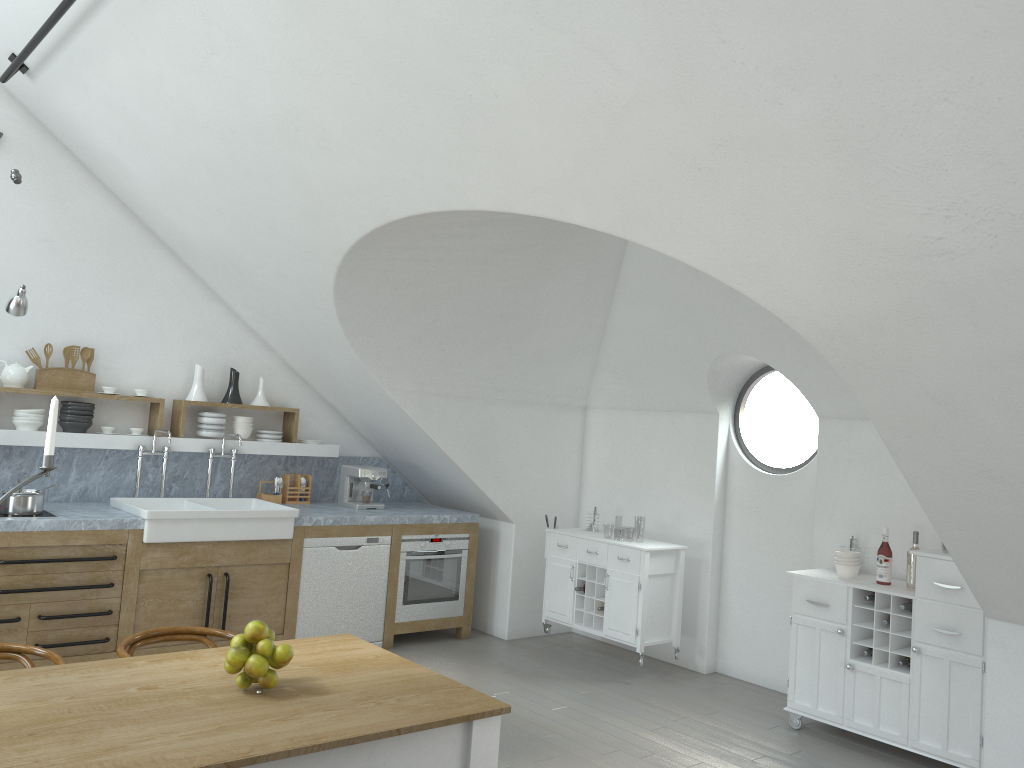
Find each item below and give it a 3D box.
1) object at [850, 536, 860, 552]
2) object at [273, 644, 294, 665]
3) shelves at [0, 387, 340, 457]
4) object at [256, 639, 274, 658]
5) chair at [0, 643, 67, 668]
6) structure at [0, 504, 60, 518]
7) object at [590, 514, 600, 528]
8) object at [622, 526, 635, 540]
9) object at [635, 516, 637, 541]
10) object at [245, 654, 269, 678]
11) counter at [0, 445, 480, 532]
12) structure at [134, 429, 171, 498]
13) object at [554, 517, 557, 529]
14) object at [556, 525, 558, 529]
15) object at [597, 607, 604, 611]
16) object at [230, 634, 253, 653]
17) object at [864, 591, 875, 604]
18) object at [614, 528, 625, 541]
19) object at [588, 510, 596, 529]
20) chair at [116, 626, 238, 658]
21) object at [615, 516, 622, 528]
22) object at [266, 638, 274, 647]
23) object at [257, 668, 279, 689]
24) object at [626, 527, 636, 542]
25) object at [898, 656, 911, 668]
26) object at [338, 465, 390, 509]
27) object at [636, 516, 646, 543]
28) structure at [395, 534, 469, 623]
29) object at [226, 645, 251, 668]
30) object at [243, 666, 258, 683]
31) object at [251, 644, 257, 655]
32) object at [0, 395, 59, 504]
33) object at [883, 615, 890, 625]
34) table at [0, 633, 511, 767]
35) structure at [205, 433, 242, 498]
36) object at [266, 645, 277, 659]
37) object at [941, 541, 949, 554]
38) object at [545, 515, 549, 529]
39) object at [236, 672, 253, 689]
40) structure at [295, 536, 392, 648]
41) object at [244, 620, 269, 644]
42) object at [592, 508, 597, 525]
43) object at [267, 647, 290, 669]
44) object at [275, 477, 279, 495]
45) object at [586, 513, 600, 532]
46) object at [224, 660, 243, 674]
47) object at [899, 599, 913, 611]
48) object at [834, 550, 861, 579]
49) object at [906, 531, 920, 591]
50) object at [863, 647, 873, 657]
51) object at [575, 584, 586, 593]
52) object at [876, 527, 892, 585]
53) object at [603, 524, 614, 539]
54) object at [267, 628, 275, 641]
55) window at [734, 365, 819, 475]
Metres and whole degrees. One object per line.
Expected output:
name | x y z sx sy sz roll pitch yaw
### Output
object | 2.124 1.059 5.554 0.065 0.209 0.115 7 -5 -38
object | -0.708 0.836 2.745 0.063 0.063 0.062 3 -4 12
shelves | -3.405 -0.333 5.276 0.480 1.365 5.538 0 -5 44
object | -0.761 0.815 2.730 0.053 0.057 0.058 6 -4 -26
chair | -1.836 1.329 3.022 0.526 0.736 0.621 7 -5 -37
structure | -3.100 0.755 5.135 0.736 0.041 0.647 6 -4 -40
object | 0.643 1.069 6.963 0.029 0.137 0.097 7 -5 -37
object | 0.857 1.102 6.530 0.094 0.094 0.093 1 -5 37
object | 0.918 1.062 6.483 0.054 0.179 0.054 2 -5 27
object | -0.776 0.858 2.696 0.071 0.072 0.070 3 -4 14
counter | -2.932 0.513 5.371 6.563 0.621 0.961 6 -4 -40
structure | -2.363 0.575 6.000 0.333 0.531 0.213 2 -5 30
object | 0.331 1.167 6.925 0.029 0.269 0.088 5 -4 -14
object | 0.344 1.230 6.945 0.038 0.263 0.038 5 -4 -7
object | 0.737 1.625 6.438 0.316 0.083 0.082 7 -4 -40
object | -0.849 0.819 2.779 0.066 0.071 0.072 3 -4 19
object | 2.146 1.235 5.141 0.358 0.094 0.092 6 -4 -40
object | 0.784 1.099 6.473 0.077 0.085 0.077 1 -5 37
object | 0.635 1.053 6.971 0.054 0.175 0.039 8 -6 -40
chair | -1.280 1.391 3.479 0.526 0.736 0.621 8 -5 -43
object | 0.785 1.060 6.542 0.048 0.170 0.048 1 -5 37
object | -0.777 0.826 2.796 0.053 0.051 0.052 3 -4 21
object | -0.755 0.911 2.743 0.063 0.064 0.063 6 -4 -29
object | 0.860 1.096 6.439 0.071 0.099 0.071 5 -4 -17
object | 2.253 1.545 4.960 0.358 0.081 0.081 7 -4 -42
object | -1.113 0.811 6.916 0.324 0.321 0.386 7 -5 -40
object | 0.932 1.056 6.421 0.063 0.187 0.063 1 -5 35
structure | -0.783 1.455 6.932 0.631 0.638 0.631 7 -5 -40
object | -0.836 0.834 2.706 0.071 0.064 0.072 1 -5 43
object | -0.807 0.903 2.796 0.080 0.074 0.078 4 -4 5
object | -0.829 0.852 2.831 0.062 0.060 0.062 7 -4 -36
object | -1.449 0.446 2.256 0.266 0.877 0.773 2 -4 24
object | 2.208 1.347 5.060 0.330 0.086 0.085 7 -4 -40
table | -1.629 1.263 2.075 3.342 0.801 1.018 6 -4 -40
structure | -1.992 0.617 6.314 0.333 0.531 0.213 2 -5 30
object | -0.771 0.861 2.837 0.051 0.053 0.053 1 -5 41
object | 2.371 0.873 4.819 0.082 0.105 0.081 4 -4 -2
object | 0.296 1.166 6.966 0.088 0.269 0.029 2 -5 23
object | -0.824 0.913 2.729 0.051 0.050 0.049 7 -4 -36
structure | -1.366 1.486 6.442 0.723 0.824 0.598 7 -5 -40
object | -0.798 0.775 2.769 0.072 0.074 0.072 7 -5 -40
object | 0.644 1.055 6.937 0.024 0.164 0.039 6 -5 -27
object | -0.734 0.860 2.795 0.076 0.076 0.076 3 -4 17
object | -1.793 0.804 6.739 0.040 0.193 0.042 4 -4 -3
object | 0.635 1.088 6.957 0.066 0.138 0.101 8 -5 -40
object | -0.863 0.872 2.753 0.059 0.056 0.059 1 -5 44
object | 2.274 1.241 4.977 0.359 0.085 0.087 6 -4 -40
object | 2.016 1.086 5.330 0.157 0.160 0.154 5 -4 -12
object | 2.294 1.006 5.046 0.085 0.331 0.085 3 -4 9
object | 2.146 1.540 5.097 0.330 0.086 0.156 6 -4 -39
object | 0.587 1.518 6.574 0.316 0.085 0.082 6 -4 -39
object | 2.182 1.006 5.187 0.081 0.330 0.081 8 -6 -44
object | 0.706 1.085 6.511 0.081 0.105 0.081 6 -4 -27
object | -0.793 0.811 2.846 0.062 0.060 0.062 7 -5 -39
window | 1.945 0.247 6.354 0.060 0.902 0.900 8 -5 -40
